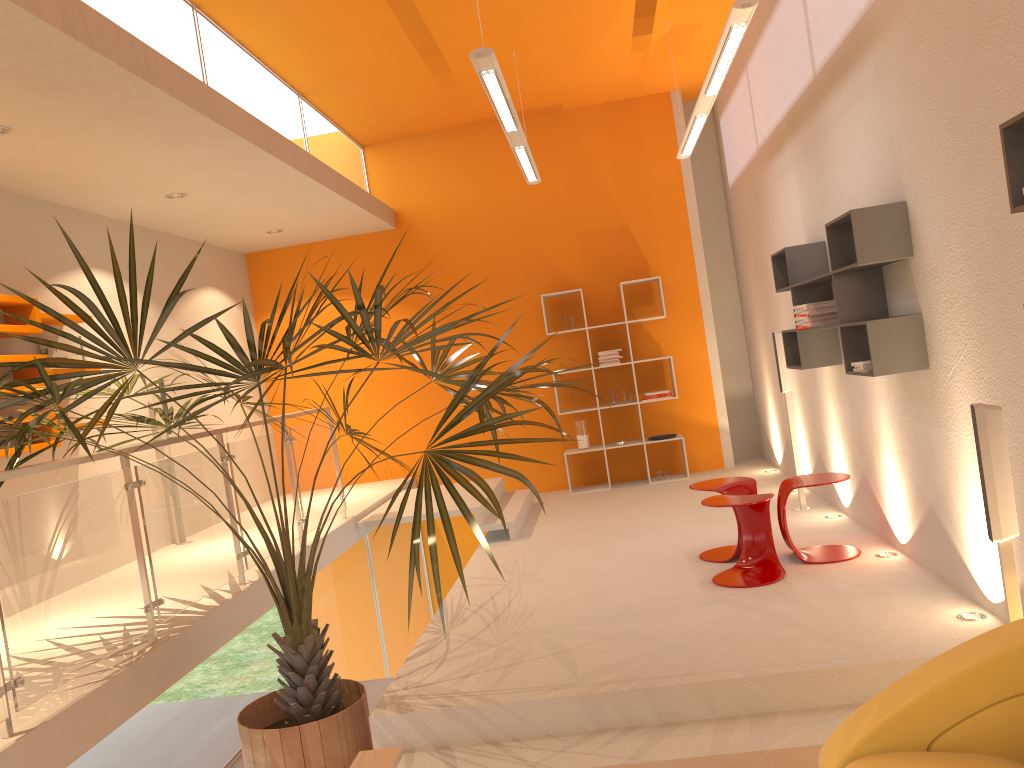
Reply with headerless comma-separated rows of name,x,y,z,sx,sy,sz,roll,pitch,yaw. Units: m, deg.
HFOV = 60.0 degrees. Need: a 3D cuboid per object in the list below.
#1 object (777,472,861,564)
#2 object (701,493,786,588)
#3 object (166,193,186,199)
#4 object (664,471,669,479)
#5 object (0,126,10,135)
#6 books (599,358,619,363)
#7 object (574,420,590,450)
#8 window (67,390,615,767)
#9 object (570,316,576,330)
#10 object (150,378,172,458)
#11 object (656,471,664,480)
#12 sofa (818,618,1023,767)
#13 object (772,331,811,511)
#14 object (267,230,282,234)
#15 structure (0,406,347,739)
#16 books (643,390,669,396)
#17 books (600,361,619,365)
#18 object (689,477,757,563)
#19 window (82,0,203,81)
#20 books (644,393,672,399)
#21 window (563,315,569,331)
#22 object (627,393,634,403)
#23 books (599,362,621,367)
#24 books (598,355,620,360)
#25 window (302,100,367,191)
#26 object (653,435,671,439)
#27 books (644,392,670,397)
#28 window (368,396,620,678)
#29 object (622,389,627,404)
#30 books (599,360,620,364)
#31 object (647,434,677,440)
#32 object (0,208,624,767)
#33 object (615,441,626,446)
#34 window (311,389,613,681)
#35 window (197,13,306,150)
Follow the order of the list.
object,1.774,0.774,5.153,0.420,0.450,0.391,-8,1,6
object,1.288,0.852,4.929,0.391,0.450,0.420,-8,2,36
object,-2.462,-1.394,6.489,0.143,0.059,0.143,-9,1,-22
object,1.687,2.350,2.304,0.102,2.685,13.193,-8,1,1
object,-2.663,-1.321,4.551,0.143,0.059,0.143,-9,1,-11
books,0.967,-0.236,8.849,0.190,0.015,0.254,-8,1,8
object,0.706,0.511,8.909,0.129,0.291,0.129,-8,2,34
window,-0.705,1.083,6.040,0.908,1.393,6.719,-8,1,26
object,-0.328,2.250,5.785,0.351,5.384,6.779,-8,1,26
object,-2.689,0.608,6.993,0.116,1.317,0.111,-8,1,13
object,1.802,2.300,3.610,0.129,2.692,10.507,-9,1,-1
sofa,1.273,1.096,1.622,0.929,0.706,2.081,-8,1,6
object,2.029,0.268,6.493,0.116,1.317,0.111,-8,1,3
object,-2.261,-1.468,8.427,0.143,0.059,0.143,-9,1,-22
structure,-2.025,0.841,1.573,0.195,0.900,11.050,-8,1,6
books,1.422,0.086,8.754,0.227,0.017,0.230,-8,1,1
books,0.976,-0.208,8.847,0.190,0.011,0.268,-8,1,8
object,1.334,0.833,5.477,0.391,0.450,0.420,-9,1,-24
window,-2.072,-1.939,4.087,0.006,0.660,2.794,-8,1,6
books,1.439,0.115,8.763,0.254,0.015,0.190,-8,1,2
window,-0.639,2.311,4.835,0.481,5.399,8.922,-8,1,18
object,1.842,1.852,5.063,0.190,3.502,7.694,-9,1,-5
books,0.976,-0.196,8.844,0.210,0.013,0.296,-8,1,6
books,0.966,-0.267,8.842,0.210,0.013,0.296,-8,1,6
window,-1.631,-2.100,8.337,0.006,0.660,1.860,-8,1,6
object,1.492,0.530,8.821,0.178,0.020,0.178,-8,1,23
books,1.429,0.101,8.767,0.254,0.015,0.190,-8,1,8
window,0.214,2.547,8.322,2.294,4.526,1.860,-8,1,6
object,-0.383,2.676,5.646,0.870,4.604,7.392,-8,2,37
books,0.973,-0.221,8.857,0.190,0.015,0.254,-8,1,2
object,1.496,0.532,8.817,0.294,0.020,0.294,-10,2,-44
object,-0.966,0.573,4.238,3.098,2.600,3.241,-8,1,14
object,1.076,0.587,8.806,0.106,0.035,0.105,-10,2,-40
window,-0.310,2.605,7.591,0.993,4.599,4.234,-8,2,38
window,-1.827,-2.028,6.444,0.006,0.660,1.869,-8,1,6
